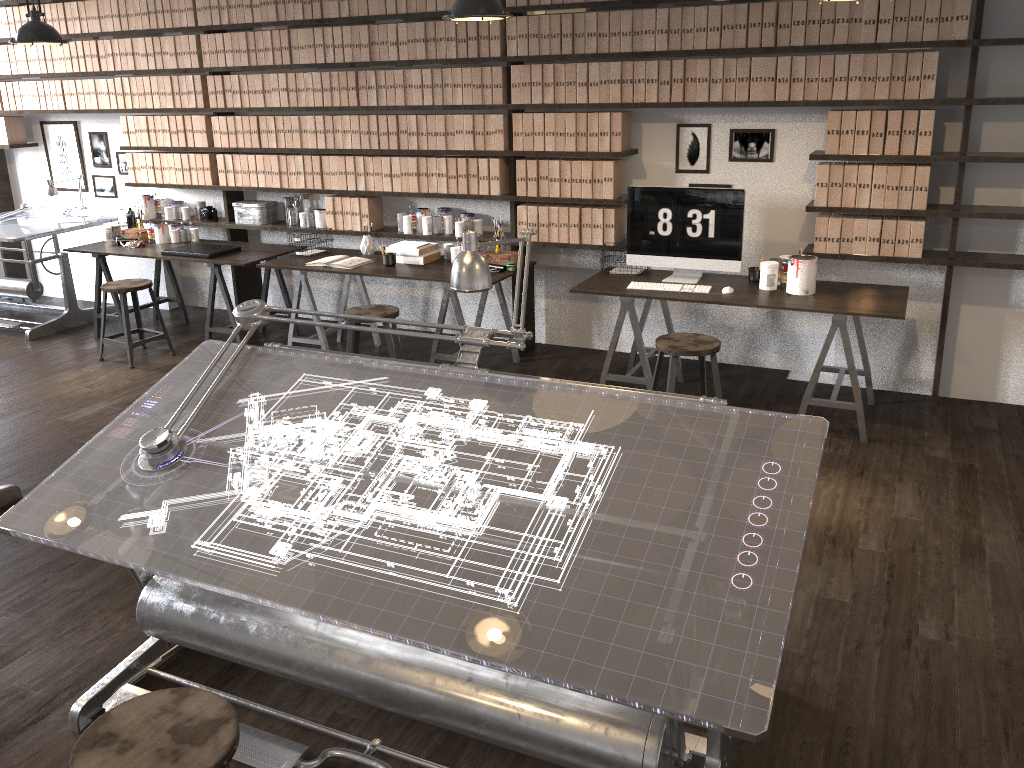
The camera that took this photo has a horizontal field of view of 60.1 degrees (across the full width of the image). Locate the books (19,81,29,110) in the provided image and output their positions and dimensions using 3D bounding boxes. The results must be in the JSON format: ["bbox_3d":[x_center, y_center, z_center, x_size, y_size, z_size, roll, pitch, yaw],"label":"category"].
[{"bbox_3d":[-3.831,-2.306,7.092,0.067,0.222,0.176,6,19,24],"label":"books"}]

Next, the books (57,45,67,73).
[{"bbox_3d":[-3.391,-2.506,6.810,0.067,0.222,0.176,6,19,24],"label":"books"}]

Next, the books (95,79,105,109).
[{"bbox_3d":[-3.070,-2.206,6.747,0.067,0.222,0.177,6,19,24],"label":"books"}]

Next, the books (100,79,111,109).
[{"bbox_3d":[-3.013,-2.198,6.720,0.067,0.222,0.177,6,19,24],"label":"books"}]

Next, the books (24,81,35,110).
[{"bbox_3d":[-3.769,-2.296,7.060,0.067,0.222,0.176,6,19,24],"label":"books"}]

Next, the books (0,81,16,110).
[{"bbox_3d":[-4.116,-2.347,7.210,0.067,0.222,0.177,6,19,24],"label":"books"}]

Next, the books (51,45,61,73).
[{"bbox_3d":[-3.452,-2.516,6.842,0.067,0.222,0.176,6,19,24],"label":"books"}]

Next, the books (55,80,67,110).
[{"bbox_3d":[-3.454,-2.255,6.916,0.067,0.222,0.177,6,19,24],"label":"books"}]

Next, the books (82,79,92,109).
[{"bbox_3d":[-3.191,-2.222,6.803,0.067,0.222,0.177,6,19,24],"label":"books"}]

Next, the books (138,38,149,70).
[{"bbox_3d":[-2.625,-2.407,6.465,0.067,0.222,0.177,6,19,24],"label":"books"}]

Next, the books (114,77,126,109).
[{"bbox_3d":[-2.878,-2.186,6.653,0.067,0.222,0.177,6,19,24],"label":"books"}]

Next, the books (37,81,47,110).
[{"bbox_3d":[-3.639,-2.278,6.998,0.067,0.222,0.177,6,19,24],"label":"books"}]

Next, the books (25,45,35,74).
[{"bbox_3d":[-3.703,-2.548,6.952,0.067,0.222,0.177,6,19,24],"label":"books"}]

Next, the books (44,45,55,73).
[{"bbox_3d":[-3.516,-2.523,6.868,0.067,0.222,0.177,6,19,24],"label":"books"}]

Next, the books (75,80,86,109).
[{"bbox_3d":[-3.255,-2.231,6.832,0.067,0.222,0.176,6,19,24],"label":"books"}]

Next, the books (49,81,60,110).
[{"bbox_3d":[-3.519,-2.265,6.951,0.067,0.222,0.177,6,19,24],"label":"books"}]

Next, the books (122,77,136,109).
[{"bbox_3d":[-2.811,-2.178,6.627,0.067,0.222,0.176,6,19,24],"label":"books"}]

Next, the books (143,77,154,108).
[{"bbox_3d":[-2.621,-2.153,6.539,0.067,0.222,0.177,6,19,24],"label":"books"}]

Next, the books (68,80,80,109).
[{"bbox_3d":[-3.321,-2.238,6.857,0.067,0.222,0.176,6,19,24],"label":"books"}]

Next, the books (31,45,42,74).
[{"bbox_3d":[-3.647,-2.540,6.925,0.067,0.222,0.177,6,19,24],"label":"books"}]

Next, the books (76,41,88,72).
[{"bbox_3d":[-3.201,-2.482,6.726,0.067,0.222,0.177,6,19,24],"label":"books"}]

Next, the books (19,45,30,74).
[{"bbox_3d":[-3.766,-2.554,6.975,0.067,0.222,0.177,6,19,24],"label":"books"}]

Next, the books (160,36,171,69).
[{"bbox_3d":[-2.431,-2.383,6.382,0.067,0.222,0.176,6,19,24],"label":"books"}]

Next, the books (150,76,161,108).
[{"bbox_3d":[-2.554,-2.145,6.511,0.067,0.222,0.177,6,19,24],"label":"books"}]

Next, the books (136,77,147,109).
[{"bbox_3d":[-2.683,-2.163,6.571,0.067,0.222,0.177,6,19,24],"label":"books"}]

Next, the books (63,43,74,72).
[{"bbox_3d":[-3.326,-2.497,6.777,0.067,0.222,0.177,6,19,24],"label":"books"}]

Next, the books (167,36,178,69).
[{"bbox_3d":[-2.371,-2.372,6.348,0.067,0.222,0.177,6,19,24],"label":"books"}]

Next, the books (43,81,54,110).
[{"bbox_3d":[-3.580,-2.272,6.976,0.067,0.222,0.177,6,19,24],"label":"books"}]

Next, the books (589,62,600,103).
[{"bbox_3d":[0.506,-1.746,5.135,0.067,0.222,0.177,6,19,24],"label":"books"}]

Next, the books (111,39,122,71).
[{"bbox_3d":[-2.868,-2.439,6.577,0.067,0.222,0.176,6,19,24],"label":"books"}]

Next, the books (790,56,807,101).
[{"bbox_3d":[1.522,-1.614,4.677,0.067,0.222,0.176,6,19,24],"label":"books"}]

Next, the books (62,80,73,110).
[{"bbox_3d":[-3.384,-2.248,6.890,0.067,0.222,0.177,6,19,24],"label":"books"}]

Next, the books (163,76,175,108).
[{"bbox_3d":[-2.438,-2.129,6.456,0.067,0.222,0.177,6,19,24],"label":"books"}]

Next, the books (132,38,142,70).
[{"bbox_3d":[-2.682,-2.415,6.493,0.067,0.222,0.177,6,19,24],"label":"books"}]

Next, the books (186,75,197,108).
[{"bbox_3d":[-2.247,-2.105,6.372,0.067,0.222,0.176,6,19,24],"label":"books"}]

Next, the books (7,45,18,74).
[{"bbox_3d":[-3.889,-2.572,7.037,0.067,0.222,0.176,6,19,24],"label":"books"}]

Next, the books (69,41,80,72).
[{"bbox_3d":[-3.261,-2.488,6.748,0.067,0.222,0.177,6,19,24],"label":"books"}]

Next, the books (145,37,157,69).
[{"bbox_3d":[-2.561,-2.398,6.434,0.067,0.222,0.177,6,19,24],"label":"books"}]

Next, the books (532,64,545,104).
[{"bbox_3d":[0.182,-1.787,5.276,0.067,0.222,0.177,6,19,24],"label":"books"}]

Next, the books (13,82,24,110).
[{"bbox_3d":[-3.895,-2.313,7.118,0.067,0.222,0.177,6,19,24],"label":"books"}]

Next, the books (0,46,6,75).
[{"bbox_3d":[-4.017,-2.589,7.095,0.067,0.222,0.177,6,19,24],"label":"books"}]

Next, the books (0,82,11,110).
[{"bbox_3d":[-4.034,-2.331,7.179,0.067,0.222,0.177,6,19,24],"label":"books"}]

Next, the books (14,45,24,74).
[{"bbox_3d":[-3.825,-2.564,7.008,0.067,0.222,0.177,6,19,24],"label":"books"}]

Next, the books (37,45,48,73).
[{"bbox_3d":[-3.582,-2.531,6.894,0.067,0.222,0.177,6,19,24],"label":"books"}]

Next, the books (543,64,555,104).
[{"bbox_3d":[0.250,-1.779,5.250,0.067,0.222,0.176,6,19,24],"label":"books"}]

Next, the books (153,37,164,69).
[{"bbox_3d":[-2.495,-2.391,6.409,0.067,0.222,0.177,6,19,24],"label":"books"}]

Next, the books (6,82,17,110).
[{"bbox_3d":[-3.960,-2.321,7.144,0.067,0.222,0.177,6,19,24],"label":"books"}]

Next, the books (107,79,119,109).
[{"bbox_3d":[-2.948,-2.189,6.688,0.067,0.222,0.177,6,19,24],"label":"books"}]

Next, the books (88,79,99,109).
[{"bbox_3d":[-3.132,-2.212,6.770,0.067,0.222,0.177,6,19,24],"label":"books"}]

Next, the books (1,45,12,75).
[{"bbox_3d":[-3.955,-2.579,7.062,0.067,0.222,0.176,6,19,24],"label":"books"}]

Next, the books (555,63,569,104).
[{"bbox_3d":[0.315,-1.772,5.225,0.067,0.222,0.176,6,19,24],"label":"books"}]

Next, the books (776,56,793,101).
[{"bbox_3d":[1.455,-1.621,4.704,0.067,0.222,0.177,6,19,24],"label":"books"}]

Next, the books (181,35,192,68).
[{"bbox_3d":[-2.252,-2.358,6.297,0.067,0.222,0.177,6,19,24],"label":"books"}]

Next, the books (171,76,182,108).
[{"bbox_3d":[-2.374,-2.123,6.433,0.067,0.222,0.177,6,19,24],"label":"books"}]

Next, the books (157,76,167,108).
[{"bbox_3d":[-2.497,-2.138,6.487,0.067,0.222,0.177,6,19,24],"label":"books"}]

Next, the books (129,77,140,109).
[{"bbox_3d":[-2.746,-2.171,6.601,0.067,0.222,0.176,6,19,24],"label":"books"}]

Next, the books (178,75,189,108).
[{"bbox_3d":[-2.310,-2.114,6.404,0.067,0.222,0.176,6,19,24],"label":"books"}]

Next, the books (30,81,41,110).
[{"bbox_3d":[-3.704,-2.287,7.027,0.067,0.222,0.177,6,19,24],"label":"books"}]

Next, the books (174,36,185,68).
[{"bbox_3d":[-2.308,-2.366,6.324,0.067,0.222,0.177,6,19,24],"label":"books"}]
